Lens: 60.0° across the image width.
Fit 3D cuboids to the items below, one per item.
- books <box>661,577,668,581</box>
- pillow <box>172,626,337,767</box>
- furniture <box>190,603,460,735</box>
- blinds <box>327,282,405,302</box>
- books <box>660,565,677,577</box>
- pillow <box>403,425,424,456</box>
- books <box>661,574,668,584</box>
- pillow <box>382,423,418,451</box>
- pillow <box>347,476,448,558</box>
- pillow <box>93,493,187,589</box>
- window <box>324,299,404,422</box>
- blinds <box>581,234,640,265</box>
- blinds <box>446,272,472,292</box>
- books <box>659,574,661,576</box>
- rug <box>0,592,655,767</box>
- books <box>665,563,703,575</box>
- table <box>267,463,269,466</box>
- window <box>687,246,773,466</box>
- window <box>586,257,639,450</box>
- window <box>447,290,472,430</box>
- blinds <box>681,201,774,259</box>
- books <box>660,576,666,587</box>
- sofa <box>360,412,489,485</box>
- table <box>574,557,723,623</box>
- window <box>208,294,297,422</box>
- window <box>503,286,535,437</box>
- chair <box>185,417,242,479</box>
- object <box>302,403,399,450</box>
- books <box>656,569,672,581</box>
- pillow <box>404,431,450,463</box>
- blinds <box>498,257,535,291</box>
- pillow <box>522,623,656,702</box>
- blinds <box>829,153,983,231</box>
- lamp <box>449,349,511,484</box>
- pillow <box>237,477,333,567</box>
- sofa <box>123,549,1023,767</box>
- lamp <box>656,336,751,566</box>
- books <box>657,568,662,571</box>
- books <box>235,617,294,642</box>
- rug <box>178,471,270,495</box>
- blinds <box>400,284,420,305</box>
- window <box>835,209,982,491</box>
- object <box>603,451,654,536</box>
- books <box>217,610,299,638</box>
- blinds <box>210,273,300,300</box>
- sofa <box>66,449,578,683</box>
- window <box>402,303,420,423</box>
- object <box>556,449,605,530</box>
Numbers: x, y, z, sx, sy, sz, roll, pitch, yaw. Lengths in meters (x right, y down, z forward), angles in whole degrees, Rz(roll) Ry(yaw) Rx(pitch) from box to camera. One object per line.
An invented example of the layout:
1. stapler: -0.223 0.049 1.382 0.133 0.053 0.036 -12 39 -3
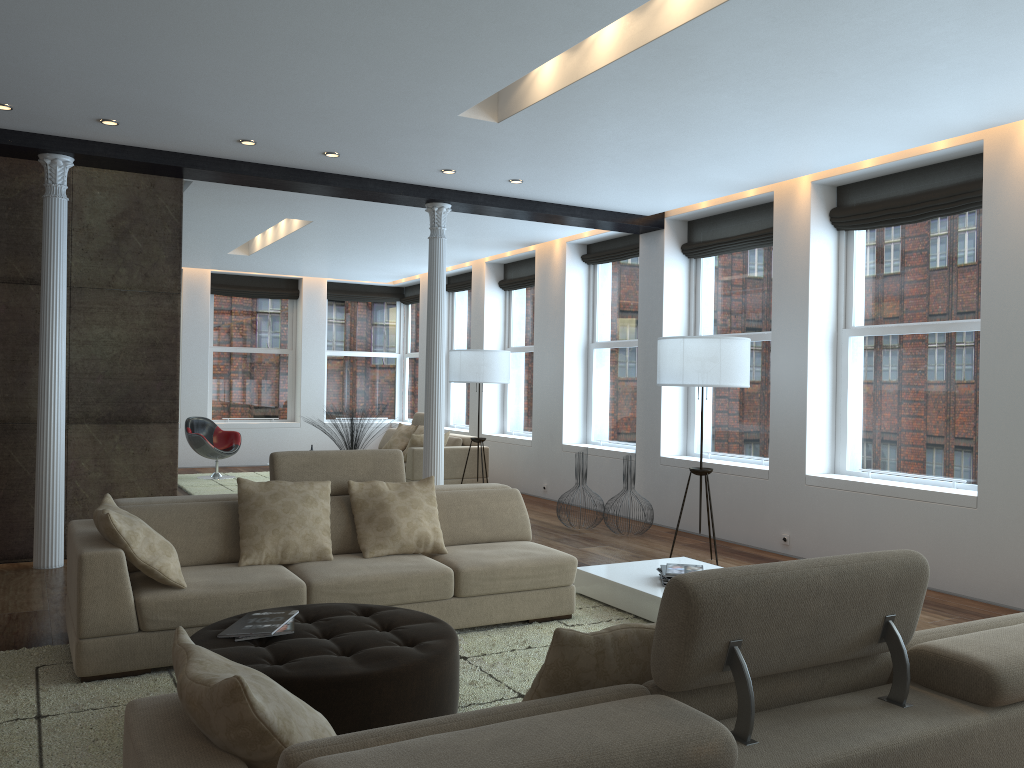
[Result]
1. books: 1.031 1.150 5.298 0.220 0.010 0.300 1 0 21
2. pillow: -0.552 0.757 1.988 0.395 0.393 0.518 1 0 -32
3. furniture: -0.735 1.141 3.472 1.057 0.355 1.057 1 0 -27
4. blinds: -2.491 -1.537 14.966 1.442 0.312 0.155 1 0 -29
5. books: 1.006 1.120 5.301 0.220 0.010 0.300 1 0 6
6. pillow: -1.196 0.735 11.440 0.301 0.439 0.534 1 0 -32
7. books: 1.006 1.159 5.301 0.220 0.010 0.300 1 0 6
8. pillow: -1.509 0.740 11.980 0.368 0.416 0.519 1 0 -33
9. pillow: -0.654 0.747 5.041 0.519 0.416 0.368 1 0 -24
10. pillow: -1.758 0.737 4.175 0.395 0.393 0.518 1 0 -25
11. window: -2.540 -0.482 15.048 1.474 2.400 0.123 1 0 -29
12. blinds: 1.203 -1.493 9.735 0.156 0.275 1.396 1 0 -29
13. blinds: -0.660 -1.523 13.116 0.156 0.275 1.442 1 0 -29
14. books: 1.031 1.169 5.298 0.220 0.010 0.300 1 0 -9
15. rug: 0.022 1.342 3.918 4.231 0.020 2.972 1 0 -29
16. books: 1.032 1.111 5.299 0.220 0.010 0.300 1 0 11
17. table: -2.260 1.102 10.079 1.022 0.393 1.022 1 0 15
18. window: 2.112 -0.404 8.177 0.123 2.400 1.432 1 0 -29
19. window: 1.238 -0.418 9.764 0.123 2.400 1.391 1 0 -29
20. window: -0.627 -0.448 13.146 0.123 2.400 1.444 1 0 -29
21. blinds: 2.063 -1.419 8.141 0.183 0.395 1.431 1 0 -29
22. books: 1.005 1.178 5.301 0.220 0.010 0.300 1 0 6
23. sofa: -1.332 0.862 11.656 1.018 0.950 2.581 1 0 -29
24. table: 1.004 1.268 5.489 0.900 0.170 0.900 1 0 -29
25. window: -4.160 -0.513 14.163 1.420 2.400 0.123 1 0 -29
26. window: 0.240 -0.434 11.575 0.123 2.400 1.345 1 0 -29
27. chair: -4.058 0.861 12.049 0.669 0.818 0.810 1 0 41
28. object: -2.392 0.794 13.141 1.119 1.014 1.125 1 0 -42
29. books: 1.006 1.139 5.301 0.220 0.010 0.300 1 0 -4
30. pillow: -1.038 0.759 10.659 0.518 0.393 0.395 1 0 -32
31. blinds: 0.204 -1.450 11.546 0.156 0.393 1.342 1 0 -29
32. pillow: 0.229 0.749 2.146 0.534 0.439 0.301 1 0 -32
33. blinds: 2.964 -1.398 6.538 0.156 0.424 1.439 1 0 -29
34. lamp: -0.380 0.485 10.099 0.698 1.728 0.698 1 0 -5
35. pillow: -1.207 0.726 4.751 0.534 0.439 0.301 1 0 -25
36. sofa: 0.442 0.883 2.281 2.581 0.950 1.021 1 0 -29
37. lamp: 1.449 0.516 6.781 0.698 1.728 0.698 1 0 -5
38. books: 1.031 1.130 5.298 0.220 0.010 0.300 1 0 -14
39. books: -0.976 0.959 3.519 0.219 0.031 0.300 1 0 -14
40. rug: -2.458 1.305 11.061 2.972 0.020 4.231 1 0 -29
41. blinds: -1.537 -1.512 14.706 0.156 0.327 1.377 1 0 -29
42. window: 2.999 -0.389 6.569 0.123 2.400 1.442 1 0 -29
43. object: 1.070 0.987 8.116 0.458 0.781 0.458 1 0 -30
44. books: -1.002 0.951 3.521 0.220 0.040 0.301 1 0 6
45. blinds: -4.096 -1.542 14.082 1.422 0.363 0.156 1 0 -29
46. sofa: -0.980 0.860 4.862 2.581 0.950 1.021 1 0 -29
47. window: 0.909 0.200 23.101 34.761 17.917 13.698 1 0 -29
48. object: 0.655 0.980 8.419 0.458 0.781 0.458 1 0 -30
